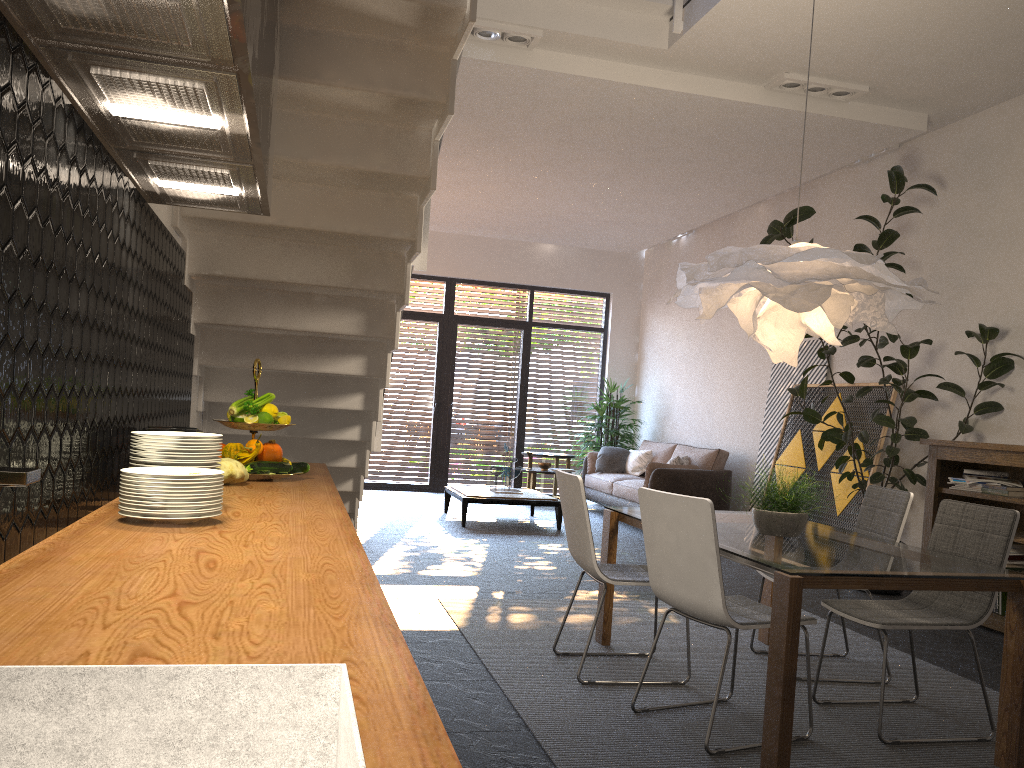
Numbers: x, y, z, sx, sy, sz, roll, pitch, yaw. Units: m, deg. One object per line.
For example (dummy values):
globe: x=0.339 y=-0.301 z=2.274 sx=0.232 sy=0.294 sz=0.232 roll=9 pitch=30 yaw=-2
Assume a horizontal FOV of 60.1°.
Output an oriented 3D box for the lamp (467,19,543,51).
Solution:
lamp: x=-0.152 y=-2.213 z=5.540 sx=0.645 sy=0.066 sz=0.253 roll=4 pitch=-2 yaw=-14

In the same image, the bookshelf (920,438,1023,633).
bookshelf: x=3.234 y=0.966 z=5.272 sx=0.451 sy=1.173 sz=1.917 roll=3 pitch=-1 yaw=-14

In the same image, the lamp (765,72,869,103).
lamp: x=2.098 y=-2.052 z=6.097 sx=0.645 sy=0.066 sz=0.253 roll=4 pitch=-2 yaw=-14

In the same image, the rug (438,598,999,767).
rug: x=1.134 y=1.372 z=3.917 sx=2.373 sy=0.006 sz=3.682 roll=4 pitch=-2 yaw=-14

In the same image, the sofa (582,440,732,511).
sofa: x=1.617 y=1.132 z=10.278 sx=0.994 sy=0.920 sz=2.319 roll=4 pitch=-1 yaw=-14

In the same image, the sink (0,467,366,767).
sink: x=-0.333 y=0.215 z=0.589 sx=0.490 sy=0.449 sz=0.722 roll=4 pitch=-1 yaw=-14

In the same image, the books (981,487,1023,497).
books: x=3.173 y=0.695 z=5.683 sx=0.180 sy=0.034 sz=0.243 roll=4 pitch=-2 yaw=-11

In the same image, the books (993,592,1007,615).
books: x=3.157 y=1.346 z=5.642 sx=0.167 sy=0.242 sz=0.104 roll=4 pitch=1 yaw=-14

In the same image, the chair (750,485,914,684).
chair: x=1.571 y=0.958 z=4.385 sx=0.601 sy=0.920 sz=0.474 roll=4 pitch=1 yaw=-4

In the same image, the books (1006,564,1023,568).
books: x=3.172 y=1.141 z=5.632 sx=0.227 sy=0.024 sz=0.166 roll=4 pitch=-2 yaw=-16

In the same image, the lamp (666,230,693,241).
lamp: x=2.036 y=-1.908 z=11.227 sx=0.253 sy=0.066 sz=0.644 roll=4 pitch=-2 yaw=-14

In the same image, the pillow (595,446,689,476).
pillow: x=1.497 y=0.938 z=10.279 sx=0.619 sy=0.343 sz=1.891 roll=4 pitch=-2 yaw=-14

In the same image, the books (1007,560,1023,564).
books: x=3.184 y=1.118 z=5.622 sx=0.243 sy=0.024 sz=0.175 roll=4 pitch=-2 yaw=-7

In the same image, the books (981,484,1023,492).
books: x=3.168 y=0.666 z=5.689 sx=0.166 sy=0.024 sz=0.227 roll=4 pitch=-2 yaw=-10

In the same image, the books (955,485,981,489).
books: x=3.150 y=0.688 z=5.874 sx=0.318 sy=0.011 sz=0.253 roll=2 pitch=-2 yaw=43

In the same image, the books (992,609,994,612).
books: x=3.151 y=1.349 z=5.714 sx=0.171 sy=0.241 sz=0.084 roll=4 pitch=1 yaw=-14

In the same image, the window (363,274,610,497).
window: x=-0.953 y=-0.012 z=12.159 sx=4.945 sy=3.032 sz=0.458 roll=4 pitch=1 yaw=-14

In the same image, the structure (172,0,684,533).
structure: x=1.177 y=-2.820 z=2.725 sx=4.237 sy=8.317 sz=8.450 roll=3 pitch=0 yaw=-14

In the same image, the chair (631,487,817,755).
chair: x=0.815 y=0.882 z=3.440 sx=0.602 sy=0.920 sz=0.474 roll=3 pitch=1 yaw=-28

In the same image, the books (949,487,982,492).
books: x=3.128 y=0.709 z=5.895 sx=0.253 sy=0.011 sz=0.318 roll=5 pitch=-2 yaw=-40

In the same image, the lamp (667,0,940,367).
lamp: x=1.385 y=-2.668 z=3.808 sx=1.118 sy=5.218 sz=1.060 roll=4 pitch=1 yaw=-3

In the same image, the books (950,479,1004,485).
books: x=3.141 y=0.657 z=5.917 sx=0.253 sy=0.011 sz=0.318 roll=5 pitch=-2 yaw=-42

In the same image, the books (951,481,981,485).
books: x=3.138 y=0.667 z=5.898 sx=0.253 sy=0.011 sz=0.318 roll=5 pitch=-2 yaw=-42

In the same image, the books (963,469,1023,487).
books: x=3.169 y=0.633 z=5.850 sx=0.322 sy=0.109 sz=0.273 roll=3 pitch=-1 yaw=21

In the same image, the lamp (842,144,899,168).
lamp: x=2.953 y=-1.957 z=7.491 sx=0.253 sy=0.066 sz=0.644 roll=4 pitch=-2 yaw=-14

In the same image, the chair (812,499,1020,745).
chair: x=1.655 y=0.942 z=3.648 sx=0.602 sy=0.920 sz=0.474 roll=4 pitch=1 yaw=-14

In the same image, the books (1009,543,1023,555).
books: x=3.196 y=1.043 z=5.624 sx=0.216 sy=0.069 sz=0.158 roll=4 pitch=-1 yaw=-4

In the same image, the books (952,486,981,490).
books: x=3.137 y=0.698 z=5.888 sx=0.253 sy=0.011 sz=0.318 roll=5 pitch=-2 yaw=-44

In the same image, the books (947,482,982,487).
books: x=3.131 y=0.677 z=5.914 sx=0.253 sy=0.011 sz=0.318 roll=5 pitch=-2 yaw=-32

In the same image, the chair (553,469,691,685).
chair: x=0.499 y=0.882 z=4.133 sx=0.602 sy=0.920 sz=0.474 roll=4 pitch=1 yaw=-11

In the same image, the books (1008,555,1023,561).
books: x=3.177 y=1.091 z=5.615 sx=0.225 sy=0.029 sz=0.179 roll=4 pitch=-2 yaw=-11

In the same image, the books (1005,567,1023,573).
books: x=3.164 y=1.169 z=5.625 sx=0.243 sy=0.034 sz=0.179 roll=4 pitch=-2 yaw=-12

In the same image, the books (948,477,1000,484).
books: x=3.141 y=0.646 z=5.925 sx=0.253 sy=0.011 sz=0.318 roll=5 pitch=-2 yaw=-37
